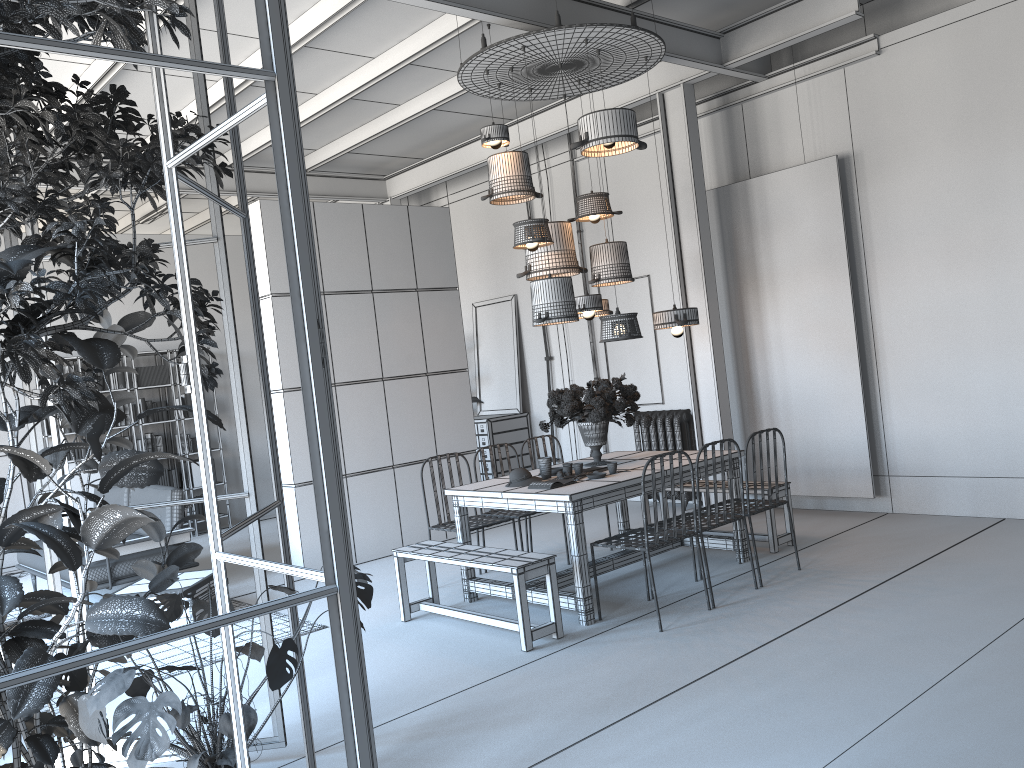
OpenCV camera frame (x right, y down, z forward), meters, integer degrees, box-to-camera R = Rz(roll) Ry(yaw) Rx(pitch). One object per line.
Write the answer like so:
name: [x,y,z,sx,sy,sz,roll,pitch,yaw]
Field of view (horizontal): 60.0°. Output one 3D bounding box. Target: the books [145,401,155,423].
books: [-4.376,0.338,10.635,0.091,0.266,0.195,-8,1,-41]

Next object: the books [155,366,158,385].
books: [-4.273,-0.095,10.581,0.016,0.240,0.182,-8,1,-41]

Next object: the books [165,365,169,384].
books: [-4.179,-0.107,10.663,0.016,0.240,0.182,-8,1,-41]

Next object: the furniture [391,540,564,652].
furniture: [-0.241,1.270,5.453,0.300,0.478,1.260,-8,1,-41]

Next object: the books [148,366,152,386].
books: [-4.331,-0.087,10.529,0.016,0.240,0.182,-8,1,-41]

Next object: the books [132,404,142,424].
books: [-4.474,0.362,10.559,0.057,0.244,0.180,-8,1,-41]

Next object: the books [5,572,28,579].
books: [-5.565,0.999,8.794,0.264,2.162,2.306,-6,1,27]

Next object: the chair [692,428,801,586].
chair: [1.549,0.795,5.967,0.474,0.975,0.488,-8,1,-41]

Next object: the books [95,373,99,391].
books: [-4.815,-0.012,10.209,0.039,0.222,0.161,-8,1,-41]

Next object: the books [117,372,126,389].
books: [-4.608,-0.052,10.394,0.083,0.242,0.178,-8,1,-41]

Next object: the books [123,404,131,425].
books: [-4.544,0.360,10.400,0.062,0.265,0.193,-8,1,-41]

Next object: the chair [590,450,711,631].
chair: [0.798,0.894,5.305,0.474,0.975,0.488,-8,1,-41]

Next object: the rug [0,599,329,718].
rug: [-2.771,1.796,6.199,1.961,0.007,2.524,-8,1,-41]

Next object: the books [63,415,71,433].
books: [-5.049,0.444,9.998,0.083,0.242,0.178,-8,1,-41]

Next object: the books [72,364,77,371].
books: [-4.969,-0.055,10.043,0.027,0.326,0.272,-8,1,-41]

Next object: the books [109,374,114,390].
books: [-4.688,-0.032,10.322,0.035,0.229,0.196,-8,1,-41]

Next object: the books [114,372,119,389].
books: [-4.648,-0.042,10.357,0.027,0.238,0.180,-8,1,-41]

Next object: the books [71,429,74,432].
books: [-4.990,0.447,10.045,0.052,0.223,0.164,-8,1,-41]

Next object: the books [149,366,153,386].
books: [-4.320,-0.089,10.539,0.016,0.240,0.182,-8,1,-41]

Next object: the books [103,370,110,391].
books: [-4.725,-0.037,10.291,0.057,0.242,0.178,-8,1,-41]

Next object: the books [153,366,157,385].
books: [-4.284,-0.093,10.570,0.016,0.240,0.182,-8,1,-41]

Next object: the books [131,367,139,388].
books: [-4.437,-0.073,10.436,0.016,0.240,0.182,-8,1,-41]

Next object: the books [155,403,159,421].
books: [-4.300,0.349,10.669,0.022,0.227,0.165,-8,1,-41]

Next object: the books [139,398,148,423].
books: [-4.408,0.322,10.563,0.038,0.304,0.224,-8,1,-41]

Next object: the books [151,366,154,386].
books: [-4.308,-0.090,10.550,0.016,0.240,0.182,-8,1,-41]

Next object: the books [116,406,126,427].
books: [-4.585,0.366,10.348,0.062,0.265,0.193,-8,1,-41]

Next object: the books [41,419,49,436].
books: [-5.210,0.466,9.856,0.057,0.242,0.178,-8,1,-41]

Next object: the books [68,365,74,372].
books: [-5.011,-0.048,10.027,0.056,0.315,0.317,-8,1,-41]

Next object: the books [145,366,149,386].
books: [-4.355,-0.084,10.508,0.016,0.240,0.182,-8,1,-41]

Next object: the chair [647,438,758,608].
chair: [1.169,0.845,5.632,0.474,0.975,0.488,-8,1,-41]

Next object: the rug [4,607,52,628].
rug: [-5.292,2.067,7.536,1.961,0.007,2.524,-8,1,-41]

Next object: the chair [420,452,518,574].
chair: [-0.318,1.003,6.583,0.474,0.975,0.488,-8,1,-41]

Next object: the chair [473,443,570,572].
chair: [0.062,0.952,6.918,0.474,0.975,0.488,-8,1,-41]

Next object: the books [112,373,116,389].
books: [-4.666,-0.036,10.341,0.023,0.232,0.187,-8,1,-41]

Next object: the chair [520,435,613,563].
chair: [0.432,0.903,7.244,0.474,0.975,0.488,-8,1,-41]

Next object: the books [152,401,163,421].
books: [-4.283,0.337,10.712,0.057,0.244,0.180,-8,1,-41]

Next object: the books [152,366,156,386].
books: [-4.296,-0.092,10.560,0.016,0.240,0.182,-8,1,-41]

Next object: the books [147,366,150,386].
books: [-4.343,-0.086,10.519,0.016,0.240,0.182,-8,1,-41]

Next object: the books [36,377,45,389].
books: [-5.186,0.023,9.766,0.052,0.223,0.164,-8,1,-41]

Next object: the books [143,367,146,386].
books: [-4.378,-0.081,10.488,0.016,0.240,0.182,-8,1,-41]

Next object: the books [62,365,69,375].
books: [-5.057,-0.041,9.986,0.068,0.318,0.319,-8,1,-41]

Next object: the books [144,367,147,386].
books: [-4.367,-0.083,10.498,0.016,0.240,0.182,-8,1,-41]

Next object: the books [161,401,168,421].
books: [-4.246,0.332,10.760,0.057,0.244,0.180,-8,1,-41]

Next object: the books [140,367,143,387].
books: [-4.402,-0.078,10.467,0.016,0.240,0.182,-8,1,-41]

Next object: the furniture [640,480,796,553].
furniture: [1.599,1.027,7.039,0.300,0.478,1.260,-8,1,-41]

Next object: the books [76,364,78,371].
books: [-4.950,-0.057,10.075,0.033,0.326,0.303,-8,1,-41]

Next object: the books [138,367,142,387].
books: [-4.413,-0.076,10.457,0.016,0.240,0.182,-8,1,-41]

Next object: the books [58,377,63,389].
books: [-5.057,0.007,9.868,0.107,0.229,0.184,-8,1,-41]

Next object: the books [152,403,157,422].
books: [-4.316,0.351,10.654,0.022,0.227,0.165,-8,1,-41]

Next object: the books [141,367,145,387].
books: [-4.390,-0.079,10.477,0.016,0.240,0.182,-8,1,-41]

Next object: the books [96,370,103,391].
books: [-4.761,-0.031,10.234,0.077,0.244,0.178,-8,1,-42]

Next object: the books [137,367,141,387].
books: [-4.425,-0.075,10.446,0.016,0.240,0.182,-8,1,-41]

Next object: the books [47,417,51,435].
books: [-5.148,0.459,9.884,0.077,0.244,0.178,-8,1,-40]
